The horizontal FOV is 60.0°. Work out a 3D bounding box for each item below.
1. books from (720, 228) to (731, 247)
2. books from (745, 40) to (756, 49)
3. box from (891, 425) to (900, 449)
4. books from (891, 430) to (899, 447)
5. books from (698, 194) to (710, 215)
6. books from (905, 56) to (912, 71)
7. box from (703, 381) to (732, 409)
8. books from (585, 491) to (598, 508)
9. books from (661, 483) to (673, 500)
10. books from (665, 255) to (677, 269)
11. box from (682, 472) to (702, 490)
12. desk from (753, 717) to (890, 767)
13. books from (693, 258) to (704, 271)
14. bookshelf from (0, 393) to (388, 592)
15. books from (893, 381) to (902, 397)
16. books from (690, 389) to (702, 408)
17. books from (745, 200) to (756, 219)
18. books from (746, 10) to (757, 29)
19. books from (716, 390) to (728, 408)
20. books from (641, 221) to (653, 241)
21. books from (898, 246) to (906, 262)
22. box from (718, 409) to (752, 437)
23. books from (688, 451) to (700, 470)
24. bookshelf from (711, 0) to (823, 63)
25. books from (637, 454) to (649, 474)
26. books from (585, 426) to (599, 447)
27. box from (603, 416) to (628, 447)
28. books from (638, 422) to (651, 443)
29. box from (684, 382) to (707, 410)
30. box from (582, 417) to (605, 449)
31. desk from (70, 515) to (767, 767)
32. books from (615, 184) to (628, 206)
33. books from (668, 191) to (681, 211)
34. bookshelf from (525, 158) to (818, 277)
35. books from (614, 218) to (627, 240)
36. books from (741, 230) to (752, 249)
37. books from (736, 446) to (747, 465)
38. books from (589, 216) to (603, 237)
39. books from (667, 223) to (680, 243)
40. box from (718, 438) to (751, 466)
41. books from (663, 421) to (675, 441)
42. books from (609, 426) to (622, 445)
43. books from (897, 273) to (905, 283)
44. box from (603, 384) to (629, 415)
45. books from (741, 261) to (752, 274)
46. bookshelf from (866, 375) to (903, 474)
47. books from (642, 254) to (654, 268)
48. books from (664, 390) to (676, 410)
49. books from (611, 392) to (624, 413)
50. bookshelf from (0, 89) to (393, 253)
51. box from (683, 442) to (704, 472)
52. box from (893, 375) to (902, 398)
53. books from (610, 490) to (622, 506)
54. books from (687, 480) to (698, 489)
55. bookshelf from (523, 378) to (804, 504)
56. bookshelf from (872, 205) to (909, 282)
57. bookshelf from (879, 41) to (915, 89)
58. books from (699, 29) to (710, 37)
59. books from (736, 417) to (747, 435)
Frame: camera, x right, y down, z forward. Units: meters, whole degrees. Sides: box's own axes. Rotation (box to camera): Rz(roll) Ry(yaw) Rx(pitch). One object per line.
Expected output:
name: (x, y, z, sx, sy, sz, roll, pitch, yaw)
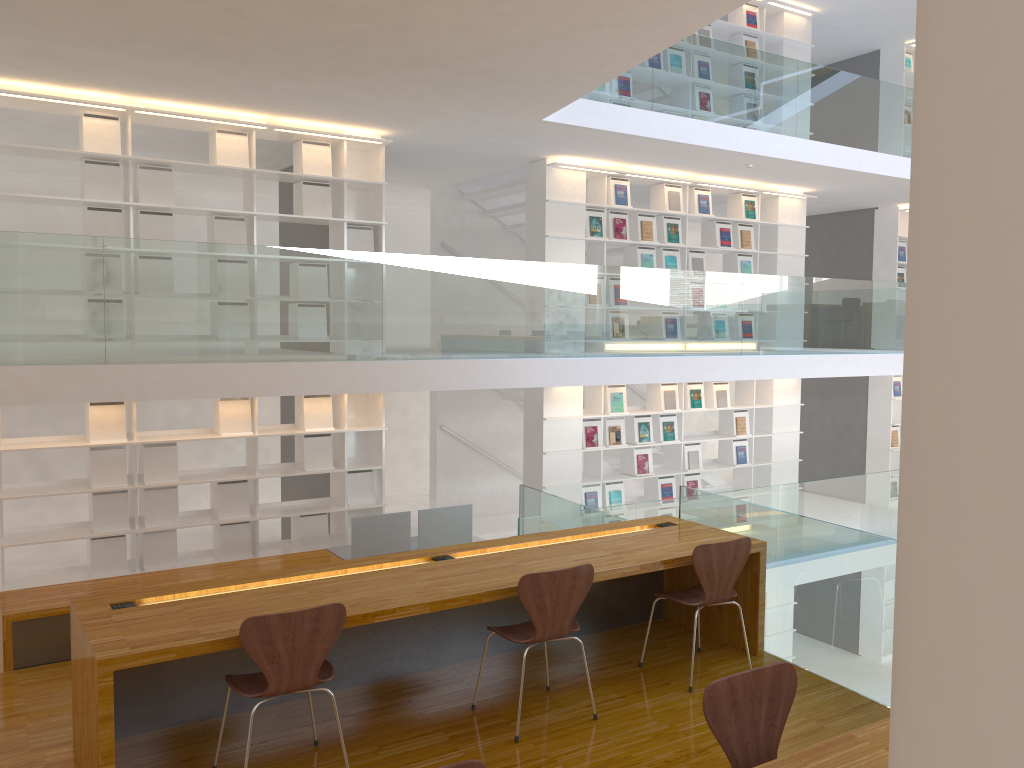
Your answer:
books: (2.316, -1.583, 9.611, 0.145, 0.210, 0.037, -2, 4, -32)
books: (2.601, -3.625, 9.651, 0.145, 0.210, 0.037, -2, 4, -32)
box: (4.932, 0.677, 11.631, 0.245, 0.296, 0.274, -2, 4, -32)
books: (4.977, 0.712, 11.540, 0.145, 0.210, 0.037, -2, 4, -32)
books: (2.039, -1.902, 9.409, 0.145, 0.210, 0.037, -2, 4, -32)
books: (5.004, -4.038, 11.226, 0.145, 0.210, 0.037, -2, 4, -32)
box: (-0.663, 1.942, 8.077, 7.125, 3.764, 0.498, -2, 4, -32)
books: (0.796, 1.182, 8.833, 0.145, 0.210, 0.037, -2, 4, -32)
books: (1.642, 1.159, 9.374, 0.145, 0.210, 0.037, -2, 4, -32)
books: (1.658, -1.231, 9.217, 0.145, 0.210, 0.037, -2, 4, -32)
box: (1.910, 1.105, 9.663, 0.245, 0.296, 0.274, -2, 4, -32)
desk: (0.916, 1.286, 2.002, 3.185, 0.606, 0.760, -2, 4, -32)
books: (1.980, -1.233, 9.418, 0.145, 0.210, 0.037, -2, 4, -32)
bookshelf: (-2.402, 0.926, 6.901, 2.984, 1.836, 0.498, -2, 4, -32)
books: (4.999, 0.071, 11.505, 0.145, 0.210, 0.037, -2, 4, -32)
books: (1.976, 0.163, 9.513, 0.145, 0.210, 0.037, -2, 4, -32)
books: (2.630, -1.919, 9.784, 0.145, 0.210, 0.037, -2, 4, -32)
books: (2.604, -3.939, 9.631, 0.145, 0.210, 0.037, -2, 4, -32)
books: (2.304, 0.173, 9.722, 0.145, 0.210, 0.037, -2, 4, -32)
books: (1.373, -1.551, 9.014, 0.145, 0.210, 0.037, -2, 4, -32)
books: (5.008, -1.661, 11.391, 0.145, 0.210, 0.037, -2, 4, -32)
box: (2.521, 0.430, 10.005, 0.245, 0.296, 0.274, -2, 4, -32)
books: (1.958, 0.829, 9.548, 0.145, 0.210, 0.037, -2, 4, -32)
bookshelf: (1.828, -3.304, 9.301, 3.666, 1.836, 0.498, -2, 4, -32)
books: (1.356, 0.833, 9.169, 0.145, 0.210, 0.037, -2, 4, -32)
books: (0.791, 0.525, 8.788, 0.145, 0.210, 0.037, -2, 4, -32)
box: (1.002, 0.476, 9.057, 0.245, 0.296, 0.274, -2, 4, -32)
books: (1.366, 0.500, 9.154, 0.145, 0.210, 0.037, -2, 4, -32)
box: (1.927, 0.120, 9.606, 0.245, 0.296, 0.274, -2, 4, -32)
box: (0.753, 0.484, 8.884, 0.245, 0.296, 0.274, -2, 4, -32)
desk: (-0.344, 1.281, 4.344, 3.236, 0.918, 1.285, -2, 4, -32)
books: (1.086, -1.873, 8.805, 0.145, 0.210, 0.037, -2, 4, -32)
books: (1.684, -1.890, 9.184, 0.145, 0.210, 0.037, -2, 4, -32)
bookshelf: (1.809, -1.261, 9.431, 3.666, 1.836, 0.498, -2, 4, -32)
books: (1.080, -1.543, 8.828, 0.145, 0.210, 0.037, -2, 4, -32)
books: (2.582, -1.589, 9.781, 0.145, 0.210, 0.037, -2, 4, -32)
books: (2.574, 0.801, 9.938, 0.145, 0.210, 0.037, -2, 4, -32)
books: (0.822, -1.531, 8.666, 0.145, 0.210, 0.037, -2, 4, -32)
books: (1.675, -1.560, 9.202, 0.145, 0.210, 0.037, -2, 4, -32)
box: (2.519, 0.757, 10.027, 0.245, 0.296, 0.274, -2, 4, -32)
books: (1.654, 0.503, 9.332, 0.145, 0.210, 0.037, -2, 4, -32)
books: (1.044, 0.532, 8.961, 0.145, 0.210, 0.037, -2, 4, -32)
books: (4.999, -1.323, 11.408, 0.145, 0.210, 0.037, -2, 4, -32)
box: (1.012, 0.148, 9.026, 0.245, 0.296, 0.274, -2, 4, -32)
books: (2.594, -1.257, 9.808, 0.145, 0.210, 0.037, -2, 4, -32)
bookshelf: (6.067, 0.661, 12.270, 2.984, 1.836, 0.498, -2, 4, -32)
books: (1.385, -1.219, 9.041, 0.145, 0.210, 0.037, -2, 4, -32)
books: (1.662, 0.173, 9.314, 0.145, 0.210, 0.037, -2, 4, -32)
books: (1.062, 0.192, 8.934, 0.145, 0.210, 0.037, -2, 4, -32)
bookshelf: (-2.383, -1.131, 6.769, 2.984, 1.836, 0.498, -2, 4, -32)
box: (1.908, 0.777, 9.639, 0.245, 0.296, 0.274, -2, 4, -32)
box: (4.940, 0.024, 11.590, 0.245, 0.296, 0.274, -2, 4, -32)
books: (1.055, 1.187, 8.999, 0.145, 0.210, 0.037, -2, 4, -32)
books: (1.952, 1.150, 9.570, 0.145, 0.210, 0.037, -2, 4, -32)
bookshelf: (1.763, 0.792, 9.605, 3.666, 1.836, 0.397, -2, 4, -32)
bookshelf: (6.085, -1.395, 12.138, 2.984, 1.836, 0.498, -2, 4, -32)
bookshelf: (6.104, -3.438, 12.008, 2.984, 1.836, 0.498, -2, 4, -32)
books: (2.016, -3.604, 9.276, 0.145, 0.210, 0.037, -2, 4, -32)
books: (2.561, 0.474, 9.911, 0.145, 0.210, 0.037, -2, 4, -32)
